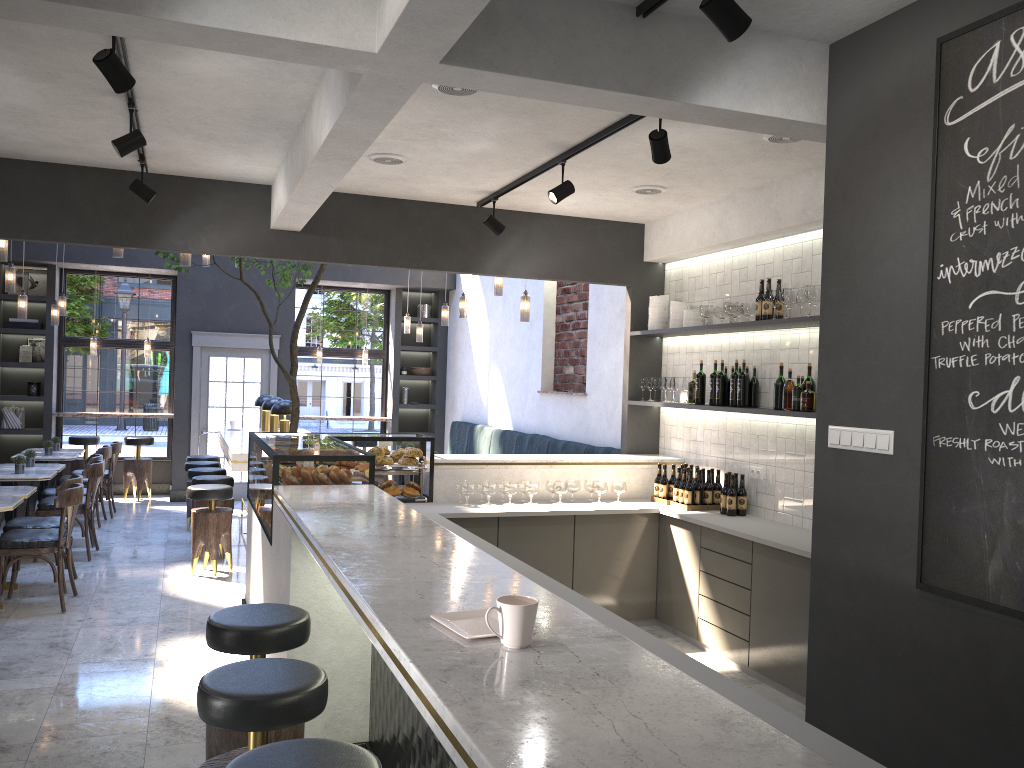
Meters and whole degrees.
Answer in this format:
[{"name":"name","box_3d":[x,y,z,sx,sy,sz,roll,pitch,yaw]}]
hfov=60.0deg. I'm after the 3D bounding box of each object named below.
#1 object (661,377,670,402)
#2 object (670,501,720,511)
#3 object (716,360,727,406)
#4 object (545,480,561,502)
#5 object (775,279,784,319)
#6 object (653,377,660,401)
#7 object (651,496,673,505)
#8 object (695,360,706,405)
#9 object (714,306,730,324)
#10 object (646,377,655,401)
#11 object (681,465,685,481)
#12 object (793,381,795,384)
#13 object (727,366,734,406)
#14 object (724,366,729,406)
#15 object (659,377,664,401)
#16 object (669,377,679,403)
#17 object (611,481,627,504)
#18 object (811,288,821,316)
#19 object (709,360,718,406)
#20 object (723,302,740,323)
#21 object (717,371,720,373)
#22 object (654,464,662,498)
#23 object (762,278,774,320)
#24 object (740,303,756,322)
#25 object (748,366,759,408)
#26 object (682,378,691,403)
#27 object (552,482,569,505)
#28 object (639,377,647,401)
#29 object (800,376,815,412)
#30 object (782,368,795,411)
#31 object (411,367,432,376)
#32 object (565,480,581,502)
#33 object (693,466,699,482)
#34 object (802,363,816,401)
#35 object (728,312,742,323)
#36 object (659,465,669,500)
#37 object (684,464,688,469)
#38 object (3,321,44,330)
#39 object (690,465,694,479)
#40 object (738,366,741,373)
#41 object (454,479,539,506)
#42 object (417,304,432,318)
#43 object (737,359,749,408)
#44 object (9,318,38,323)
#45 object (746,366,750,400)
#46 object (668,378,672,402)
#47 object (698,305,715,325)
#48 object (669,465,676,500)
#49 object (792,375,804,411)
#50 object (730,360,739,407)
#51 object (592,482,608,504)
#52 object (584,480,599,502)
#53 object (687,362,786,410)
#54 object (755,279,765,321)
[{"name":"object","box_3d":[1.164,0.043,6.700,0.070,0.188,0.070,1,1,-29]},{"name":"object","box_3d":[1.311,0.859,6.269,0.307,0.038,0.231,2,0,-20]},{"name":"object","box_3d":[1.448,-0.007,6.121,0.072,0.319,0.072,1,1,-36]},{"name":"object","box_3d":[0.294,0.763,6.326,0.114,0.147,0.114,2,1,-16]},{"name":"object","box_3d":[1.698,-0.528,5.652,0.069,0.279,0.070,2,1,2]},{"name":"object","box_3d":[1.144,0.041,7.070,0.070,0.188,0.070,1,1,-29]},{"name":"object","box_3d":[1.215,0.855,6.527,0.307,0.038,0.231,2,0,-20]},{"name":"object","box_3d":[1.356,-0.011,6.370,0.072,0.319,0.072,1,1,-36]},{"name":"object","box_3d":[1.485,-0.472,6.259,0.114,0.147,0.114,2,1,-16]},{"name":"object","box_3d":[1.082,0.040,6.922,0.070,0.188,0.070,1,1,-29]},{"name":"object","box_3d":[1.255,0.734,6.539,0.070,0.279,0.069,2,1,-13]},{"name":"object","box_3d":[1.741,0.073,5.506,0.082,0.182,0.082,2,1,7]},{"name":"object","box_3d":[1.530,0.014,6.158,0.065,0.280,0.065,2,1,23]},{"name":"object","box_3d":[1.500,0.013,6.237,0.065,0.280,0.065,2,1,23]},{"name":"object","box_3d":[1.185,0.043,6.960,0.070,0.188,0.070,1,1,-29]},{"name":"object","box_3d":[1.205,0.045,6.589,0.070,0.188,0.070,2,1,-6]},{"name":"object","box_3d":[0.764,0.778,6.360,0.114,0.147,0.114,2,1,-16]},{"name":"object","box_3d":[1.811,-0.480,5.305,0.070,0.188,0.070,1,1,-29]},{"name":"object","box_3d":[1.419,-0.008,6.200,0.072,0.319,0.072,1,1,-36]},{"name":"object","box_3d":[1.467,-0.471,5.930,0.114,0.147,0.114,2,1,-16]},{"name":"object","box_3d":[1.463,0.029,6.305,0.082,0.246,0.082,2,1,7]},{"name":"object","box_3d":[1.088,0.729,6.558,0.069,0.279,0.070,2,1,32]},{"name":"object","box_3d":[1.627,-0.530,5.626,0.069,0.279,0.070,2,1,32]},{"name":"object","box_3d":[1.590,-0.467,5.976,0.114,0.147,0.114,2,1,-16]},{"name":"object","box_3d":[1.617,0.018,5.922,0.065,0.280,0.065,2,1,23]},{"name":"object","box_3d":[1.308,0.048,6.627,0.070,0.188,0.070,2,1,-6]},{"name":"object","box_3d":[0.339,0.765,6.203,0.114,0.147,0.114,2,1,-16]},{"name":"object","box_3d":[1.041,0.038,7.032,0.070,0.188,0.070,1,1,-29]},{"name":"object","box_3d":[1.762,0.058,5.335,0.082,0.215,0.256,2,0,7]},{"name":"object","box_3d":[1.692,0.034,5.408,0.076,0.257,0.077,2,1,41]},{"name":"object","box_3d":[-1.346,-0.185,13.178,0.305,0.123,0.305,2,0,1]},{"name":"object","box_3d":[0.435,0.768,6.379,0.114,0.147,0.114,2,1,-16]},{"name":"object","box_3d":[1.352,0.738,6.496,0.069,0.279,0.070,2,1,2]},{"name":"object","box_3d":[1.794,0.019,5.358,0.081,0.294,0.081,2,1,7]},{"name":"object","box_3d":[1.538,-0.469,6.117,0.114,0.147,0.114,2,1,-16]},{"name":"object","box_3d":[1.115,0.730,6.488,0.070,0.279,0.069,1,1,-43]},{"name":"object","box_3d":[1.299,0.736,6.635,0.070,0.279,0.069,2,1,12]},{"name":"object","box_3d":[-6.236,-0.744,11.326,0.412,0.084,0.286,2,0,-20]},{"name":"object","box_3d":[1.326,0.737,6.566,0.070,0.279,0.069,1,1,-43]},{"name":"object","box_3d":[1.559,0.015,6.079,0.065,0.280,0.065,2,1,23]},{"name":"object","box_3d":[-0.109,0.751,6.138,0.575,0.147,0.255,2,0,-20]},{"name":"object","box_3d":[-1.303,-1.080,13.188,0.214,0.215,0.213,2,0,-11]},{"name":"object","box_3d":[1.535,-0.003,5.885,0.072,0.319,0.072,1,1,-36]},{"name":"object","box_3d":[-6.242,-0.806,11.334,0.327,0.039,0.227,2,0,-30]},{"name":"object","box_3d":[1.588,0.017,6.001,0.065,0.280,0.065,2,1,23]},{"name":"object","box_3d":[1.226,0.044,6.849,0.070,0.188,0.070,1,1,-29]},{"name":"object","box_3d":[1.362,-0.475,6.214,0.114,0.147,0.114,2,1,-16]},{"name":"object","box_3d":[1.184,0.732,6.515,0.069,0.279,0.070,2,1,32]},{"name":"object","box_3d":[1.719,0.056,5.332,0.065,0.215,0.066,2,1,7]},{"name":"object","box_3d":[1.506,-0.005,5.964,0.072,0.319,0.072,1,1,-36]},{"name":"object","box_3d":[0.622,0.774,6.308,0.114,0.147,0.114,2,1,-16]},{"name":"object","box_3d":[0.577,0.772,6.431,0.114,0.147,0.114,2,1,-16]},{"name":"object","box_3d":[1.492,0.007,5.966,0.082,0.294,1.100,2,0,-20]},{"name":"object","box_3d":[1.601,-0.531,5.696,0.070,0.279,0.069,2,1,-13]}]
